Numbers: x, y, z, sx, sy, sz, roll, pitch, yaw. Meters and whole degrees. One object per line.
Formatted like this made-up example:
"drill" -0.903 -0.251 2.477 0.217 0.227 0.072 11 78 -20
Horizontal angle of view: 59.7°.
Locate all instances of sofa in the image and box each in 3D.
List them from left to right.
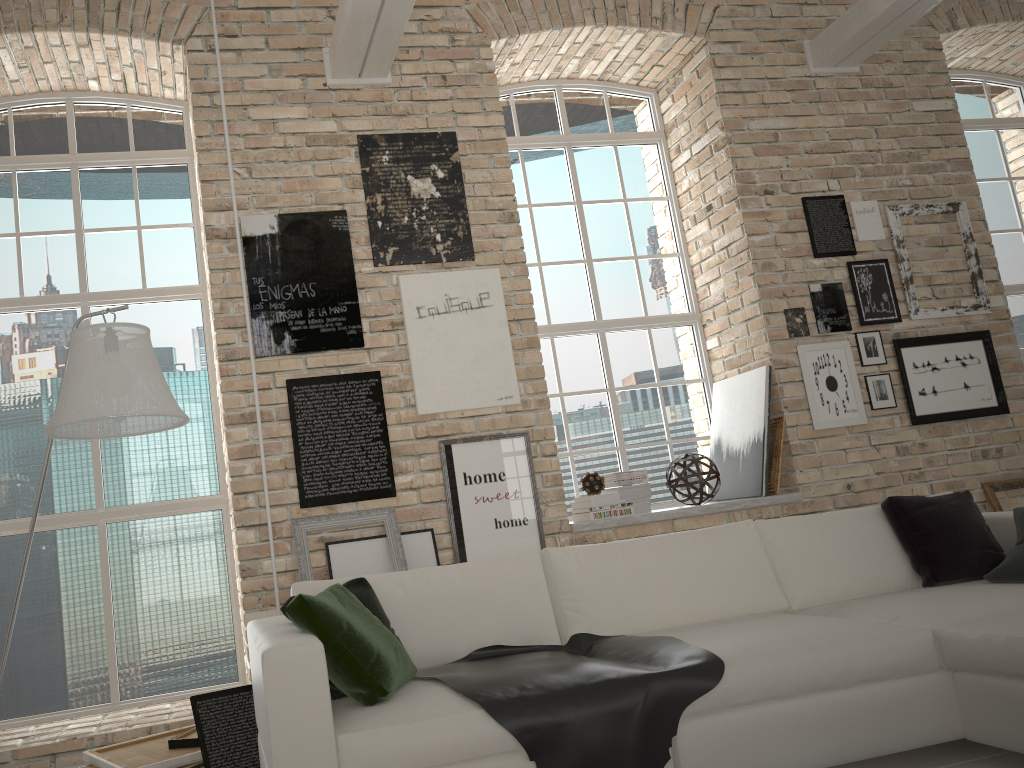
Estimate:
"sofa" 0.905 0.852 2.715 3.181 0.845 2.231 -5 -9 -15

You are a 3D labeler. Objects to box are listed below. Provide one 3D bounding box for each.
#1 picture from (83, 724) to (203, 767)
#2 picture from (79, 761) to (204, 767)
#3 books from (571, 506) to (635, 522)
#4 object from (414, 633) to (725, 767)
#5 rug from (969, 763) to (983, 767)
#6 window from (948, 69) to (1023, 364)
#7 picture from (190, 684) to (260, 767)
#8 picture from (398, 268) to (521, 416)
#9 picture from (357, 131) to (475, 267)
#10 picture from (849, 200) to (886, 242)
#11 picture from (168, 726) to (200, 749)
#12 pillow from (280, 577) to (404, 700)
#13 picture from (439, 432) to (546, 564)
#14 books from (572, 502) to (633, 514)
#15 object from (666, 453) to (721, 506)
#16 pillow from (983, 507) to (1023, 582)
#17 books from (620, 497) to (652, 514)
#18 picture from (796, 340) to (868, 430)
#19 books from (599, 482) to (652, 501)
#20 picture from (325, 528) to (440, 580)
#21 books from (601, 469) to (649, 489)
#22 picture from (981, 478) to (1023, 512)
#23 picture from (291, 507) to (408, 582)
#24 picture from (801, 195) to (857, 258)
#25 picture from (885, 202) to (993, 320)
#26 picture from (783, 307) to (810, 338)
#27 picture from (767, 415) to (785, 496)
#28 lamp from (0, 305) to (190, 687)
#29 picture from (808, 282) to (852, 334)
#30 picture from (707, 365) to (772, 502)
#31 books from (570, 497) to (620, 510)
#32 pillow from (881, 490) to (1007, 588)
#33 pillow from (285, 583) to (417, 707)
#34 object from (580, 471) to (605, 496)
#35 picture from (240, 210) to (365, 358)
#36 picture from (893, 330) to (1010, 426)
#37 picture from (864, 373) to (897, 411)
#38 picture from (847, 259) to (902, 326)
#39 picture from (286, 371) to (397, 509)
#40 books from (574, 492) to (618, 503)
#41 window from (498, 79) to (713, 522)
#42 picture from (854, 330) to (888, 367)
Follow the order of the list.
"picture" -1.362 1.529 3.821 0.733 0.048 0.624 -1 -10 -38
"picture" -1.366 1.570 3.842 0.623 0.048 0.734 -13 -10 31
"books" 0.514 0.739 5.049 0.266 0.049 0.226 -5 -9 -19
"object" 0.162 1.108 2.883 0.864 0.466 0.801 -5 -9 -18
"rug" 1.233 0.987 1.282 1.358 0.008 2.769 -5 -9 -19
"window" 5.379 -1.973 1.169 1.380 2.999 11.786 -5 -9 -19
"picture" -1.097 1.439 3.589 0.309 0.406 0.204 -2 -12 -37
"picture" -0.293 -0.243 4.926 0.573 0.788 0.037 -6 -10 -13
"picture" -0.547 -1.053 5.057 0.571 0.787 0.037 -6 -10 -13
"picture" 2.235 -1.026 5.605 0.188 0.260 0.012 -6 -10 -13
"picture" -1.267 1.502 3.874 0.298 0.048 0.374 -9 -8 11
"pillow" -0.565 0.873 3.099 0.332 0.366 0.386 -13 -10 29
"picture" -0.097 0.651 4.788 0.503 0.759 0.012 -6 -10 -13
"books" 0.511 0.704 5.055 0.261 0.024 0.226 -5 -9 -19
"object" 1.055 0.557 5.207 0.291 0.309 0.320 -4 -10 -25
"pillow" 2.004 0.569 3.298 0.324 0.306 0.436 -4 -10 -27
"books" 0.679 0.747 5.402 0.233 0.088 0.323 -6 -8 -12
"picture" 1.914 0.003 5.328 0.355 0.516 0.013 -6 -10 -13
"books" 0.666 0.666 5.417 0.228 0.088 0.330 -4 -9 -22
"picture" -0.626 1.053 4.531 0.559 0.571 0.151 -6 -10 -13
"books" 0.647 0.582 5.422 0.286 0.085 0.242 -2 -10 -35
"picture" 3.175 0.926 5.296 0.491 0.751 0.228 -6 -10 -14
"picture" -0.789 0.932 4.452 0.528 0.584 0.291 -6 -10 -14
"picture" 1.970 -0.980 5.537 0.287 0.395 0.019 -6 -10 -13
"picture" 2.696 -0.785 5.642 0.586 0.752 0.026 -6 -10 -13
"picture" 1.714 -0.370 5.366 0.131 0.179 0.008 -7 -10 -8
"picture" 1.502 0.445 5.319 0.167 0.462 0.374 -6 -9 -19
"lamp" -1.451 0.669 2.870 1.045 1.782 0.430 -12 -10 19
"picture" 1.939 -0.464 5.430 0.223 0.307 0.015 -6 -10 -13
"picture" 1.397 0.322 5.488 0.237 0.767 0.606 -6 -9 -19
"books" 0.472 0.679 5.066 0.192 0.041 0.204 -3 -10 -30
"pillow" 1.801 0.634 3.685 0.414 0.391 0.248 -6 -9 -14
"pillow" -0.505 0.810 2.825 0.312 0.345 0.405 -10 -9 8
"object" 0.465 0.574 5.139 0.146 0.138 0.139 -10 -9 11
"picture" -1.135 -0.552 4.822 0.573 0.788 0.037 -6 -10 -13
"picture" 2.704 -0.043 5.496 0.693 0.537 0.032 -6 -10 -13
"picture" 2.228 0.047 5.389 0.171 0.214 0.012 -6 -10 -13
"picture" 2.239 -0.569 5.505 0.283 0.411 0.010 -6 -10 -13
"picture" -0.906 0.289 4.715 0.496 0.683 0.066 -6 -10 -13
"books" 0.473 0.645 5.073 0.175 0.030 0.184 -3 -9 -27
"window" 2.369 -1.669 0.493 1.380 2.999 11.786 -5 -9 -19
"picture" 2.187 -0.216 5.433 0.171 0.214 0.012 -6 -10 -13
